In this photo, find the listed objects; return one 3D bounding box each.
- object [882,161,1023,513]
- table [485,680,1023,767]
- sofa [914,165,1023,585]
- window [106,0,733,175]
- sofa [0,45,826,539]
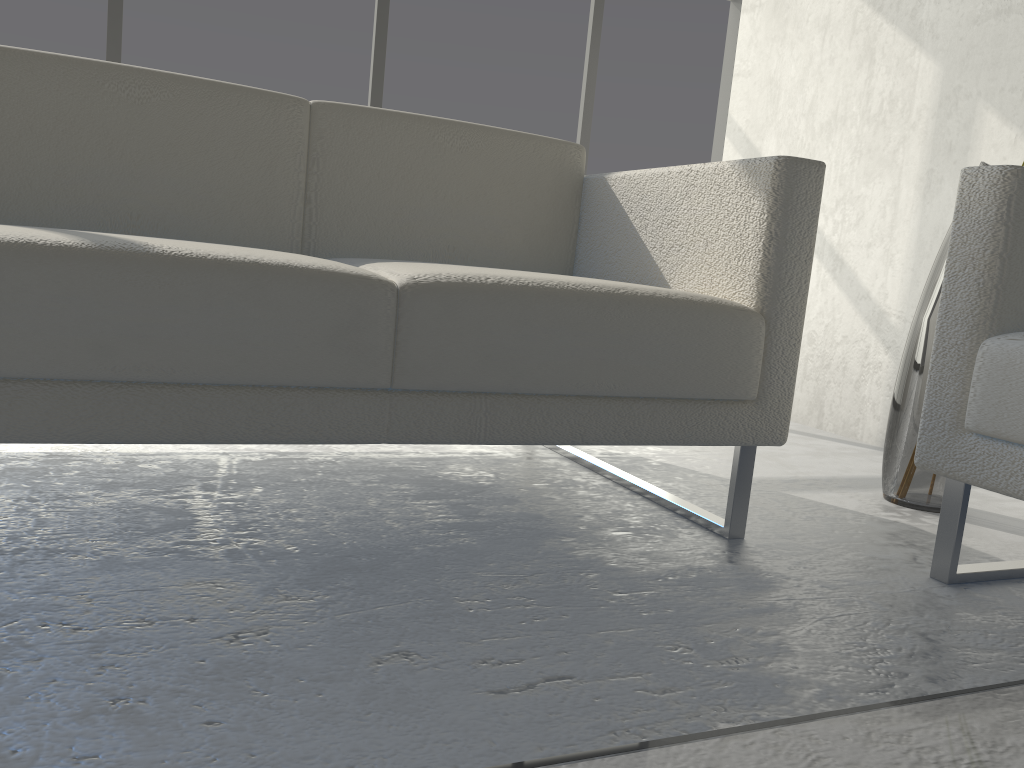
[{"bbox_3d":[0.969,-0.250,1.574,0.387,1.051,0.400,6,8,3],"label":"object"},{"bbox_3d":[0.341,0.315,0.144,0.773,0.190,0.730,2,8,-25],"label":"table"},{"bbox_3d":[1.350,0.113,0.616,0.821,0.658,1.881,2,8,-25],"label":"sofa"},{"bbox_3d":[-0.499,-1.385,3.546,4.080,2.477,0.037,2,8,-25],"label":"window"},{"bbox_3d":[-0.561,-0.170,1.322,1.881,0.658,0.821,2,8,-25],"label":"sofa"}]
